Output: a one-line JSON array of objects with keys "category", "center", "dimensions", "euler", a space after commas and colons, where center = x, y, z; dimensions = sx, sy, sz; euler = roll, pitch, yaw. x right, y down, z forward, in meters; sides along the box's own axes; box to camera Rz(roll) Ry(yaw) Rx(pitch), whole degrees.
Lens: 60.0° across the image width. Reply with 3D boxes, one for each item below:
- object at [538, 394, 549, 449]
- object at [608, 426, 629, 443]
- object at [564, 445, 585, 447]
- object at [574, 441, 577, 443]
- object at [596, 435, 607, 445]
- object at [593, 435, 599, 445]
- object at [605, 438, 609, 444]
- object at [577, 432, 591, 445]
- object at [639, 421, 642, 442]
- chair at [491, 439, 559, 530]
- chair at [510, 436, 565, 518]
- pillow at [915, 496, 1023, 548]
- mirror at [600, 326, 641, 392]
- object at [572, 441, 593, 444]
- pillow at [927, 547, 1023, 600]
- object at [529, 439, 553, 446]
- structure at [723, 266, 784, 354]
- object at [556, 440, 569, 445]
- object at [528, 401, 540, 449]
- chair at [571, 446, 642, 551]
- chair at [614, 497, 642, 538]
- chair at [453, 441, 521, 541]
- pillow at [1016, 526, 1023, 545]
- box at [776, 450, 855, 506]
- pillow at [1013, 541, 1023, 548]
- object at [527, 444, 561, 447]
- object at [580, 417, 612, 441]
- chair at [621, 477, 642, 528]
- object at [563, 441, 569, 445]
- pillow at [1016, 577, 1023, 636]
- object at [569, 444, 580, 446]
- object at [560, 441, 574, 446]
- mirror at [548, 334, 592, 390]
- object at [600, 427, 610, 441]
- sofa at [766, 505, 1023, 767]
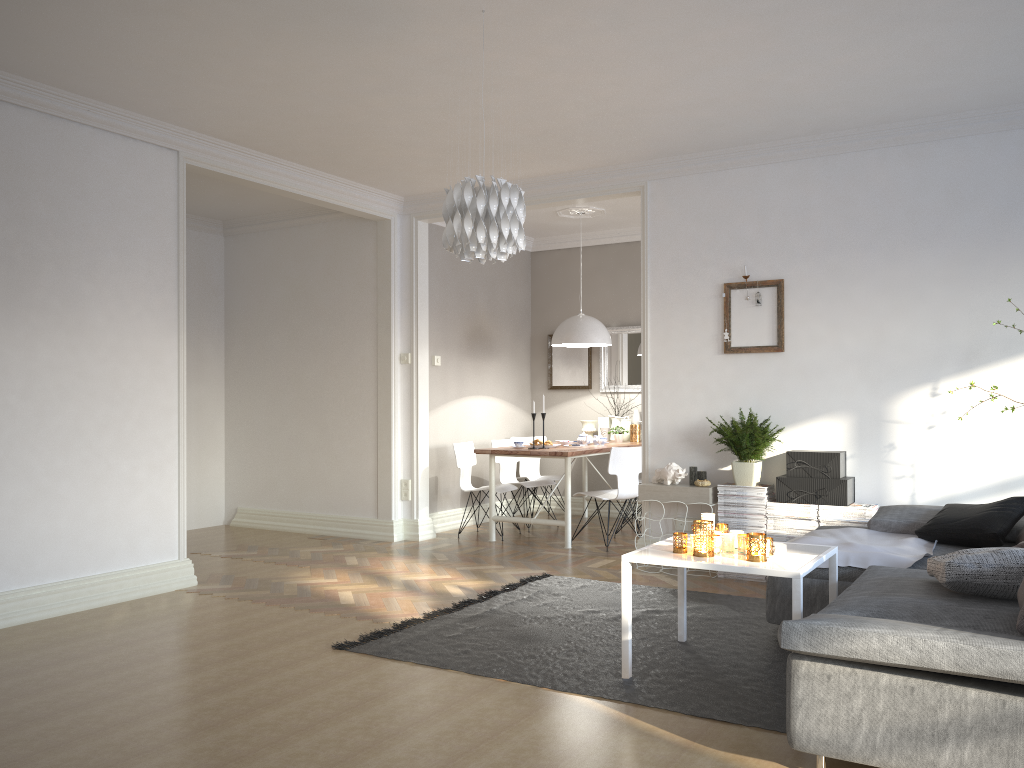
[{"category": "object", "center": [0.256, 0.300, 7.209], "dimensions": [0.095, 0.448, 0.095], "euler": [0, 0, 27]}, {"category": "object", "center": [0.987, 0.460, 8.200], "dimensions": [0.178, 0.162, 0.169], "euler": [0, -1, -18]}, {"category": "object", "center": [0.523, 0.521, 7.453], "dimensions": [0.180, 0.014, 0.180], "euler": [0, -1, -4]}, {"category": "object", "center": [0.596, 0.524, 7.966], "dimensions": [0.201, 0.022, 0.194], "euler": [1, -1, -39]}, {"category": "object", "center": [0.778, 0.490, 7.711], "dimensions": [0.090, 0.086, 0.090], "euler": [0, -1, -14]}, {"category": "object", "center": [0.743, 0.491, 7.804], "dimensions": [0.072, 0.086, 0.086], "euler": [0, -1, -4]}, {"category": "object", "center": [0.814, 0.509, 7.956], "dimensions": [0.116, 0.056, 0.116], "euler": [0, -1, 4]}, {"category": "object", "center": [0.626, 0.474, 7.718], "dimensions": [0.143, 0.119, 0.124], "euler": [-1, -1, 36]}, {"category": "object", "center": [1.273, 0.447, 8.390], "dimensions": [0.136, 0.194, 0.115], "euler": [0, -1, -29]}, {"category": "chair", "center": [0.107, 0.896, 7.977], "dimensions": [0.479, 0.785, 0.431], "euler": [-1, -1, 41]}, {"category": "chair", "center": [0.264, 0.906, 8.545], "dimensions": [0.431, 0.785, 0.479], "euler": [0, -1, -28]}, {"category": "pillow", "center": [2.233, 0.666, 4.303], "dimensions": [0.401, 0.248, 0.421], "euler": [1, -1, -39]}, {"category": "mirror", "center": [1.103, -0.238, 8.571], "dimensions": [0.544, 0.632, 0.047], "euler": [-1, 0, 31]}, {"category": "object", "center": [0.597, 0.528, 7.962], "dimensions": [0.287, 0.019, 0.287], "euler": [0, -1, 4]}, {"category": "pillow", "center": [1.726, 0.671, 3.178], "dimensions": [0.406, 0.194, 0.404], "euler": [0, -1, 18]}, {"category": "object", "center": [0.244, 0.494, 7.454], "dimensions": [0.197, 0.063, 0.188], "euler": [0, -1, 1]}, {"category": "structure", "center": [1.574, -0.491, 5.796], "dimensions": [0.398, 0.574, 0.053], "euler": [0, 0, 28]}, {"category": "object", "center": [0.443, 0.516, 7.792], "dimensions": [0.129, 0.038, 0.129], "euler": [-1, -1, 36]}, {"category": "object", "center": [0.175, 0.325, 7.135], "dimensions": [0.095, 0.396, 0.095], "euler": [0, 0, 27]}, {"category": "chair", "center": [0.767, 0.873, 6.933], "dimensions": [0.431, 0.785, 0.479], "euler": [0, -1, -39]}, {"category": "chair", "center": [1.151, 0.880, 7.350], "dimensions": [0.479, 0.785, 0.431], "euler": [-1, -1, 36]}, {"category": "chair", "center": [-0.217, 0.887, 7.470], "dimensions": [0.479, 0.785, 0.431], "euler": [0, 0, 21]}, {"category": "pillow", "center": [2.488, 0.613, 4.045], "dimensions": [0.324, 0.403, 0.430], "euler": [0, -1, 18]}, {"category": "box", "center": [1.863, 0.574, 5.462], "dimensions": [0.419, 0.315, 0.298], "euler": [-1, -1, 31]}, {"category": "pillow", "center": [2.236, 0.637, 3.734], "dimensions": [0.337, 0.311, 0.414], "euler": [-1, -1, 36]}, {"category": "object", "center": [0.268, 0.519, 7.452], "dimensions": [0.287, 0.019, 0.287], "euler": [-1, -1, 19]}, {"category": "object", "center": [0.811, 0.435, 8.601], "dimensions": [0.310, 0.228, 0.172], "euler": [0, -1, -16]}, {"category": "chair", "center": [1.257, 0.892, 7.989], "dimensions": [0.479, 0.785, 0.431], "euler": [0, 0, 21]}, {"category": "object", "center": [0.465, 0.512, 7.625], "dimensions": [0.085, 0.039, 0.082], "euler": [0, -1, -4]}, {"category": "pillow", "center": [1.660, 0.554, 2.673], "dimensions": [0.242, 0.390, 0.426], "euler": [0, -1, 32]}, {"category": "object", "center": [0.522, 0.517, 7.441], "dimensions": [0.100, 0.025, 0.066], "euler": [0, -1, 8]}, {"category": "object", "center": [0.467, 0.513, 7.625], "dimensions": [0.129, 0.038, 0.129], "euler": [-1, -1, 31]}, {"category": "mirror", "center": [0.578, -0.224, 8.884], "dimensions": [0.474, 0.557, 0.052], "euler": [-1, 0, 31]}, {"category": "object", "center": [0.889, 0.481, 8.461], "dimensions": [0.094, 0.132, 0.097], "euler": [0, -1, -3]}, {"category": "sofa", "center": [1.726, 0.840, 3.571], "dimensions": [1.555, 0.772, 2.632], "euler": [-1, -1, 31]}]
